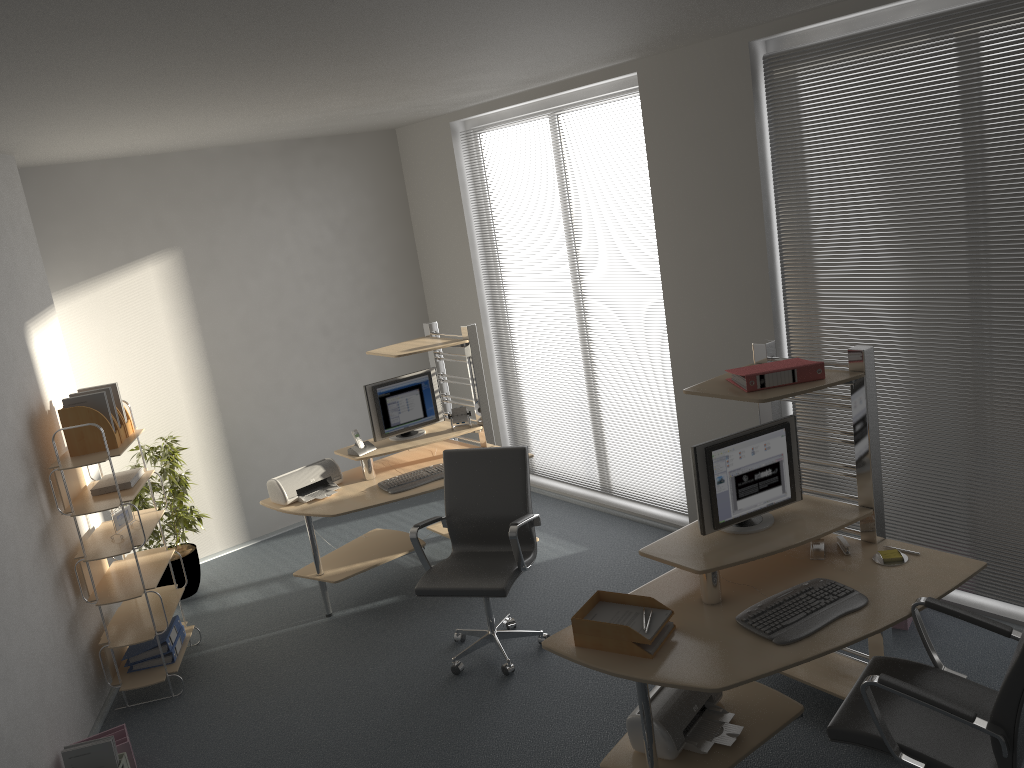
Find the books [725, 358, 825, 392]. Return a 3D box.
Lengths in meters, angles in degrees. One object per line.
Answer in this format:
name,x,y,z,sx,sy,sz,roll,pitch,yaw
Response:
books,1.069,-0.054,3.629,0.320,0.072,0.262,-10,13,-3

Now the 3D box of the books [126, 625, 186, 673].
books,-2.022,1.502,5.040,0.262,0.072,0.320,-11,13,-7

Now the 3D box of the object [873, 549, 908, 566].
object,1.514,0.688,3.551,0.132,0.026,0.132,-18,15,-34

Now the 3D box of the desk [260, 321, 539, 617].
desk,-0.732,0.543,5.578,1.469,1.566,0.967,-18,16,-35

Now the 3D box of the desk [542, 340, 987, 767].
desk,0.956,0.782,3.363,1.469,1.566,0.967,-18,16,-35

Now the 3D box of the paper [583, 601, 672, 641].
paper,0.411,0.869,3.266,0.297,0.010,0.210,-1,15,32

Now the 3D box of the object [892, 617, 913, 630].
object,1.924,1.090,4.484,0.185,0.202,0.245,0,16,35

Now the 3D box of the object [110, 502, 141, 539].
object,-2.134,0.738,4.871,0.077,0.161,0.192,-7,13,10

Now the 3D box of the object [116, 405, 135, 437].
object,-2.270,0.179,4.933,0.243,0.259,0.113,-10,13,-5

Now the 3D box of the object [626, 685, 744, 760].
object,0.694,1.250,3.395,0.351,0.162,0.438,1,16,37

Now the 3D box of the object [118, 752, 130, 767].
object,-1.837,1.807,3.938,0.245,0.202,0.185,-11,13,-9

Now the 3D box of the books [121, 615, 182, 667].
books,-2.040,1.451,5.026,0.263,0.100,0.320,-11,13,-7

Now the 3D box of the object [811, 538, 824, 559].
object,1.276,0.670,3.710,0.054,0.064,0.159,-4,14,21

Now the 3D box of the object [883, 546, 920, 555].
object,1.579,0.674,3.602,0.011,0.011,0.158,-19,16,-38

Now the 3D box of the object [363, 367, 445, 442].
object,-0.721,0.142,5.883,0.516,0.418,0.245,-14,14,-20

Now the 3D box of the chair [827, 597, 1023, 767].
chair,1.433,1.083,2.891,0.652,1.048,0.584,2,17,39

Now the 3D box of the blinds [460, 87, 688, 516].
blinds,0.406,-0.530,6.342,0.037,2.749,1.950,-18,16,-35

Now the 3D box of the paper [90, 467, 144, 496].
paper,-2.189,0.540,4.930,0.213,0.046,0.297,-11,13,-8

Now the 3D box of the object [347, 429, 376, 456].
object,-0.975,0.366,5.683,0.119,0.151,0.150,2,16,39

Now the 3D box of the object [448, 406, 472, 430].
object,-0.344,0.224,5.901,0.154,0.135,0.093,-9,13,1

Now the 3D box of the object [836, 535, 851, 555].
object,1.381,0.668,3.694,0.022,0.042,0.134,-8,13,6

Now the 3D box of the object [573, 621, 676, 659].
object,0.416,0.907,3.275,0.309,0.060,0.225,-1,15,32

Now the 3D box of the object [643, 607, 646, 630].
object,0.482,0.856,3.235,0.008,0.009,0.159,-7,13,9

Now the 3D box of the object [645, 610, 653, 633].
object,0.495,0.860,3.208,0.008,0.009,0.159,-5,13,18

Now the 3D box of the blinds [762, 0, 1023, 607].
blinds,2.100,-0.290,4.123,0.022,2.770,1.950,-18,16,-35

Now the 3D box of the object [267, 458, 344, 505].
object,-1.241,0.608,5.501,0.351,0.162,0.438,4,18,45

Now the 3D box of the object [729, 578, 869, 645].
object,0.935,0.817,3.500,0.478,0.082,0.814,-16,14,-27

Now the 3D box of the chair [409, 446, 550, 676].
chair,-0.161,0.930,4.660,0.584,1.048,0.652,-4,13,20

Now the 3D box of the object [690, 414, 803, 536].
object,0.955,0.378,3.687,0.516,0.418,0.245,-12,13,-13

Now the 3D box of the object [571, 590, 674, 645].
object,0.407,0.853,3.262,0.309,0.060,0.225,-1,15,32

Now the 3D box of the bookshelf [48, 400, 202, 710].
bookshelf,-2.130,0.915,4.916,0.381,1.572,0.724,-11,13,-8

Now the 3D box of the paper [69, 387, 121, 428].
paper,-2.261,0.181,4.828,0.213,0.297,0.045,-11,13,-8

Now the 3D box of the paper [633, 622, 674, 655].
paper,0.419,0.919,3.277,0.297,0.019,0.210,-1,15,32

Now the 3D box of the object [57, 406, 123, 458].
object,-2.229,0.227,4.693,0.243,0.259,0.113,-11,13,-10

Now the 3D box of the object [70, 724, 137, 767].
object,-1.906,1.769,4.151,0.245,0.202,0.185,-15,14,-26

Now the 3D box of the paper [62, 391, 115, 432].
paper,-2.238,0.205,4.708,0.213,0.297,0.045,-11,13,-10

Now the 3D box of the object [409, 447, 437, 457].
object,-0.464,0.478,5.939,0.168,0.088,0.742,-17,15,-33

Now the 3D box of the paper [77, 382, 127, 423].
paper,-2.277,0.156,4.949,0.213,0.297,0.045,-10,13,-5

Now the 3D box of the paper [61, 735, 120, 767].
paper,-1.850,1.736,3.937,0.220,0.306,0.068,-11,13,-9

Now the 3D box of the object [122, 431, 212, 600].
object,-2.359,0.914,6.066,0.544,1.147,0.644,-10,13,-7

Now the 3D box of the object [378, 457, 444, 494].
object,-0.713,0.570,5.723,0.478,0.082,0.814,-16,14,-27

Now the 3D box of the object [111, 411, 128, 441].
object,-2.253,0.204,4.812,0.243,0.259,0.113,-11,13,-8
